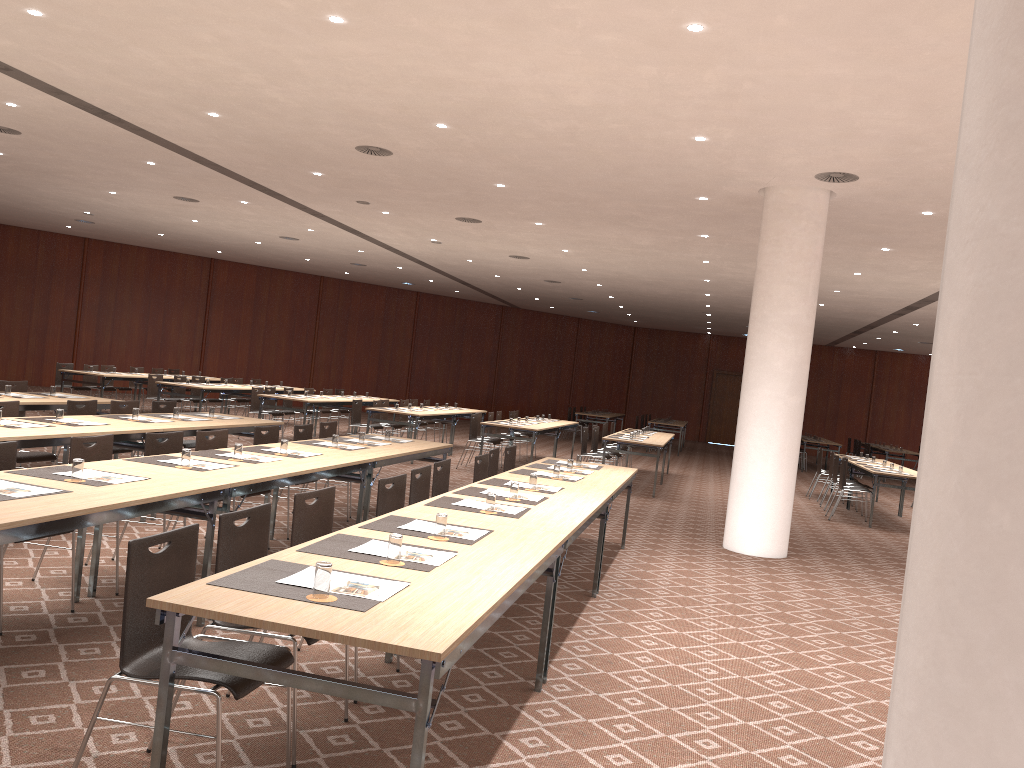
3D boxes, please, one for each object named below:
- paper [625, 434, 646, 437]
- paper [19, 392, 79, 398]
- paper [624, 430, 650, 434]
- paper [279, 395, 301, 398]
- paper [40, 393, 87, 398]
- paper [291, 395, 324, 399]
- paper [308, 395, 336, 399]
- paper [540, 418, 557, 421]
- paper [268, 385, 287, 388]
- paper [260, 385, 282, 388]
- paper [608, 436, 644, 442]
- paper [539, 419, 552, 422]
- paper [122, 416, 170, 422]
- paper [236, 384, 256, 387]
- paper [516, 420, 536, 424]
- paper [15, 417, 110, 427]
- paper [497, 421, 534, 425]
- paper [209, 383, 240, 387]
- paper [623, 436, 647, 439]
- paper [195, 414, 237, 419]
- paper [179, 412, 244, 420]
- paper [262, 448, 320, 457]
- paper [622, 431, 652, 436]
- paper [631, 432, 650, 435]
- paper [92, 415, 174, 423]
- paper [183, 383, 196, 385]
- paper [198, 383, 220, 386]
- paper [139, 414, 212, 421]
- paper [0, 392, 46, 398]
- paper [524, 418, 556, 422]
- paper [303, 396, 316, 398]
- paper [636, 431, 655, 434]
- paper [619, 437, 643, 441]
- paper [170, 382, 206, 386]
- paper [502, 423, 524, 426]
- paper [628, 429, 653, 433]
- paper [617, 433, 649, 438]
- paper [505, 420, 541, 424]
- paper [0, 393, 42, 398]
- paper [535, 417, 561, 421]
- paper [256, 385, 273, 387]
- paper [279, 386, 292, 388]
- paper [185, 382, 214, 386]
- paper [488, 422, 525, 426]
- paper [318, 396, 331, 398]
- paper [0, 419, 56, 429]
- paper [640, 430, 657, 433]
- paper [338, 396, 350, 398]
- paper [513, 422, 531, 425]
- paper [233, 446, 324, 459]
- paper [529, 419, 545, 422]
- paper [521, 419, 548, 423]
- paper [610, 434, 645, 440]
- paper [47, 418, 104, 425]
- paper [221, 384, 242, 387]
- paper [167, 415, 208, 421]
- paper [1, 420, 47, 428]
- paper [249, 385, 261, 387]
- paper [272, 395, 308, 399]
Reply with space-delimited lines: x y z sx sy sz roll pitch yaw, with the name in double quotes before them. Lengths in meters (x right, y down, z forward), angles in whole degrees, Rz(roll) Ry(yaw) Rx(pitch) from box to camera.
"paper" 2.196 0.914 15.695 0.398 0.006 0.283 7 1 11
"paper" -5.223 0.129 10.142 0.565 0.003 0.460 7 1 13
"paper" 2.468 0.936 17.224 0.565 0.003 0.460 7 1 10
"paper" -3.904 0.225 15.738 0.398 0.006 0.283 7 1 13
"paper" -5.148 0.133 10.195 0.398 0.006 0.283 7 1 14
"paper" -3.810 0.235 16.329 0.565 0.003 0.460 7 1 9
"paper" -3.682 0.244 16.959 0.565 0.003 0.460 7 1 12
"paper" 0.746 0.728 18.327 0.398 0.006 0.283 7 1 12
"paper" -5.139 0.056 19.635 0.565 0.003 0.460 7 1 12
"paper" -5.180 0.053 19.004 0.398 0.006 0.283 7 1 14
"paper" 1.842 0.890 14.401 0.565 0.003 0.460 7 1 13
"paper" 0.623 0.719 17.680 0.398 0.006 0.283 7 1 16
"paper" -3.492 0.336 8.462 0.398 0.006 0.283 7 1 12
"paper" -5.399 0.038 18.353 0.565 0.003 0.460 7 1 14
"paper" 0.257 0.692 16.139 0.398 0.006 0.283 7 1 11
"paper" -3.775 0.316 7.468 0.565 0.003 0.460 7 1 12
"paper" 0.056 0.679 15.438 0.565 0.003 0.460 7 1 12
"paper" -5.606 0.023 17.388 0.565 0.003 0.460 7 1 15
"paper" 2.073 0.906 15.040 0.398 0.006 0.283 7 1 15
"paper" -3.225 0.355 9.724 0.398 0.006 0.283 7 1 12
"paper" -3.305 0.350 9.713 0.565 0.003 0.460 7 1 12
"paper" -1.761 0.543 7.087 0.398 0.006 0.283 7 1 13
"paper" 2.330 0.926 16.578 0.565 0.003 0.460 7 1 13
"paper" 2.424 0.932 16.615 0.398 0.006 0.283 7 1 15
"paper" -3.580 0.330 8.413 0.565 0.003 0.460 7 1 13
"paper" -5.847 0.002 16.146 0.398 0.006 0.283 7 1 15
"paper" -5.690 0.014 16.807 0.398 0.006 0.283 7 1 11
"paper" -3.430 0.341 9.054 0.565 0.003 0.460 7 1 15
"paper" -5.360 0.119 9.496 0.565 0.003 0.460 7 1 11
"paper" 0.566 0.717 17.673 0.565 0.003 0.460 7 1 13
"paper" -3.746 0.238 16.360 0.398 0.006 0.283 7 1 14
"paper" 2.571 0.943 17.278 0.398 0.006 0.283 7 1 14
"paper" 1.933 0.896 14.418 0.398 0.006 0.283 7 1 12
"paper" -5.887 0.002 16.151 0.565 0.003 0.460 7 1 11
"paper" -0.006 0.673 14.843 0.398 0.006 0.283 7 1 12
"paper" 2.626 0.948 17.864 0.565 0.003 0.460 7 1 12
"paper" 2.135 0.912 15.637 0.565 0.003 0.460 7 1 10
"paper" 0.211 0.691 16.100 0.565 0.003 0.460 7 1 14
"paper" -5.299 0.122 9.532 0.398 0.006 0.283 7 1 10
"paper" 0.713 0.728 18.274 0.565 0.003 0.460 7 1 13
"paper" -5.250 0.049 18.999 0.565 0.003 0.460 7 1 13
"paper" -5.057 0.061 19.649 0.398 0.006 0.283 7 1 13
"paper" -5.788 0.008 16.758 0.565 0.003 0.460 7 1 12
"paper" -0.097 0.667 14.803 0.565 0.003 0.460 7 1 12
"paper" -3.593 0.249 16.993 0.398 0.006 0.283 7 1 12
"paper" -3.942 0.302 6.878 0.565 0.003 0.460 7 1 11
"paper" 2.722 0.955 17.869 0.398 0.006 0.283 7 1 14
"paper" -3.389 0.264 17.939 0.398 0.006 0.283 7 1 15
"paper" 0.132 0.683 15.483 0.398 0.006 0.283 7 1 12
"paper" -1.849 0.537 7.024 0.565 0.003 0.460 7 1 11
"paper" 0.496 0.710 17.065 0.398 0.006 0.283 7 1 12
"paper" 0.413 0.705 17.034 0.565 0.003 0.460 7 1 14
"paper" 1.981 0.900 15.033 0.565 0.003 0.460 7 1 15
"paper" -3.703 0.320 7.539 0.398 0.006 0.283 7 1 15
"paper" -5.545 0.025 17.424 0.398 0.006 0.283 7 1 12
"paper" -3.353 0.346 9.093 0.398 0.006 0.283 7 1 15
"paper" -3.865 0.307 6.888 0.398 0.006 0.283 7 1 10
"paper" -5.318 0.042 18.395 0.398 0.006 0.283 7 1 11
"paper" -3.964 0.223 15.664 0.565 0.003 0.460 7 1 15
